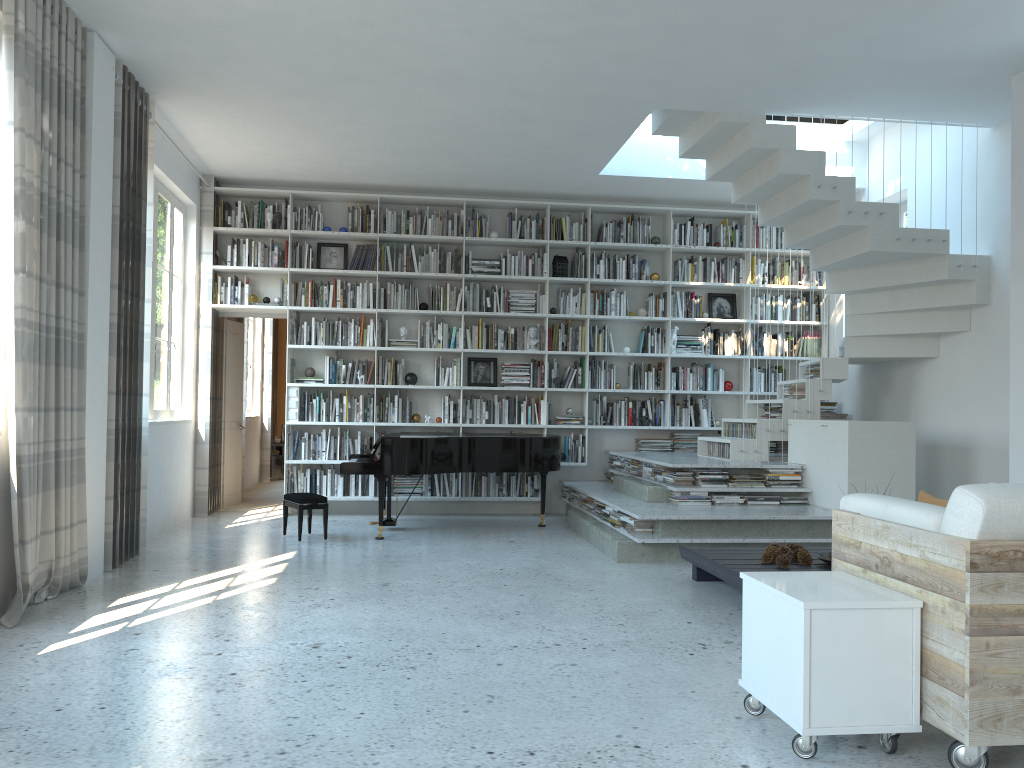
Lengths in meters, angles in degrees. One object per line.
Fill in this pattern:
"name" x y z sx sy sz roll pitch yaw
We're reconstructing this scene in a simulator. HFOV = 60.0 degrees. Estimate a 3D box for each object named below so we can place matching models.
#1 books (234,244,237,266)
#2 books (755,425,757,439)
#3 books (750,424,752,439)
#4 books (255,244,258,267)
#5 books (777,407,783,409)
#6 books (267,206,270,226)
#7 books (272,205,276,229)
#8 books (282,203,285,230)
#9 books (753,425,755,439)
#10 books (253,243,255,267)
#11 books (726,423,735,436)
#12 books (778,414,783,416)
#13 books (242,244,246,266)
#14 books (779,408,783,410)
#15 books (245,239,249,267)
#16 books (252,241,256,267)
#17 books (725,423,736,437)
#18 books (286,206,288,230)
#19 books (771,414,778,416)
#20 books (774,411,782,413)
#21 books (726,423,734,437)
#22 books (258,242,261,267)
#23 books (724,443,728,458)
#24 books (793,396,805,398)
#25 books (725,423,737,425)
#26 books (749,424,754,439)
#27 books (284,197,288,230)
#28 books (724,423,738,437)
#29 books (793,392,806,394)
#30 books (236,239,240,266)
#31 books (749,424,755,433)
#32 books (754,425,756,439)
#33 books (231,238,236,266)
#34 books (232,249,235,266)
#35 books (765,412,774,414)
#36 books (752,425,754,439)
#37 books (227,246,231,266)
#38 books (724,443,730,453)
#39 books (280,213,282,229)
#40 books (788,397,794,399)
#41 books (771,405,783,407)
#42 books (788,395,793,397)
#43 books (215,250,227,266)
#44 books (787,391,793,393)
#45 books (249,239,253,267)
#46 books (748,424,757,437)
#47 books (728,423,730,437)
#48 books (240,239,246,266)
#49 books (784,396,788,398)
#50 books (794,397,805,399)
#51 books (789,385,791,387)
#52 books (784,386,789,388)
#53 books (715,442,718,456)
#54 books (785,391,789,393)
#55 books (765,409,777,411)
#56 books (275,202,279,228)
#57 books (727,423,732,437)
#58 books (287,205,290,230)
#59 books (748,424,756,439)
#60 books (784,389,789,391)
"books" -2.673 -1.228 8.625 0.022 0.228 0.171 1 -1 -7
"books" 2.137 0.412 7.552 0.125 0.123 0.034 1 -1 -7
"books" 2.122 0.414 7.671 0.125 0.125 0.008 1 -1 -7
"books" -2.485 -1.233 8.650 0.021 0.244 0.173 1 -1 -7
"books" 2.496 0.218 8.030 0.133 0.017 0.178 1 -2 -3
"books" -2.367 -1.597 8.669 0.025 0.243 0.167 1 -1 -7
"books" -2.321 -1.604 8.681 0.027 0.259 0.147 1 -1 -7
"books" -2.233 -1.616 8.696 0.022 0.286 0.175 1 -1 -7
"books" 2.131 0.413 7.598 0.125 0.123 0.036 1 -1 -7
"books" -2.501 -1.235 8.648 0.012 0.249 0.192 1 -1 -7
"books" 2.051 0.429 8.240 0.125 0.125 0.012 1 -1 -7
"books" 2.417 0.272 7.743 0.172 0.019 0.240 0 -2 18
"books" -2.602 -1.232 8.651 0.024 0.239 0.155 1 -1 -7
"books" 2.429 0.220 7.742 0.168 0.014 0.212 0 -2 13
"books" -2.566 -1.255 8.629 0.021 0.286 0.179 1 -1 -7
"books" -2.514 -1.246 8.647 0.013 0.268 0.162 1 -1 -7
"books" 2.049 0.430 8.257 0.125 0.125 0.008 1 -1 -7
"books" -2.196 -1.602 8.702 0.025 0.259 0.138 1 -1 -7
"books" 2.471 0.282 8.026 0.175 0.016 0.207 1 -2 -12
"books" 2.484 0.254 8.028 0.149 0.013 0.220 1 -2 -2
"books" 2.052 0.429 8.228 0.125 0.125 0.008 1 -1 -7
"books" -2.451 -1.240 8.653 0.025 0.261 0.167 1 -1 -7
"books" 1.946 0.591 7.863 0.125 0.125 0.010 1 -1 -7
"books" 2.569 0.113 7.735 0.215 0.013 0.189 0 -2 25
"books" 2.048 0.430 8.265 0.125 0.125 0.007 1 -1 -7
"books" 2.120 0.414 7.687 0.125 0.125 0.010 1 -1 -7
"books" -2.214 -1.641 8.694 0.014 0.337 0.168 1 -1 -7
"books" 2.046 0.430 8.280 0.125 0.125 0.008 1 -1 -7
"books" 2.563 0.081 7.720 0.214 0.014 0.138 0 -2 20
"books" -2.650 -1.255 8.623 0.023 0.282 0.186 1 -1 -7
"books" 2.119 0.414 7.695 0.125 0.125 0.008 1 -1 -7
"books" 2.134 0.413 7.575 0.125 0.123 0.035 1 -1 -7
"books" -2.715 -1.263 8.634 0.011 0.296 0.162 1 -1 -7
"books" -2.700 -1.210 8.647 0.024 0.192 0.138 1 -1 -7
"books" 2.460 0.273 8.250 0.145 0.015 0.166 1 -2 -12
"books" 2.129 0.413 7.614 0.125 0.123 0.034 1 -1 -7
"books" -2.738 -1.224 8.628 0.034 0.218 0.166 1 -1 -7
"books" 1.945 0.591 7.871 0.125 0.125 0.008 1 -1 -7
"books" -2.259 -1.566 8.693 0.028 0.185 0.167 1 -1 -7
"books" 2.606 0.125 8.009 0.184 0.016 0.128 1 -2 0
"books" 2.472 0.202 8.027 0.177 0.014 0.194 1 -2 -12
"books" 2.608 0.110 7.980 0.200 0.014 0.177 1 -2 -3
"books" -2.817 -1.205 8.629 0.121 0.176 0.129 1 -1 -7
"books" 2.563 0.071 7.721 0.295 0.006 0.146 0 -2 27
"books" -2.540 -1.257 8.652 0.037 0.291 0.155 1 -1 -7
"books" 2.117 0.415 7.716 0.125 0.125 0.007 1 -1 -7
"books" 2.058 0.428 8.181 0.125 0.125 0.010 1 -1 -7
"books" -2.627 -1.257 8.649 0.028 0.288 0.132 1 -1 -7
"books" 2.662 0.123 8.259 0.136 0.017 0.288 1 -2 -9
"books" 2.572 0.126 7.740 0.206 0.012 0.183 0 -2 20
"books" 2.610 0.017 7.982 0.166 0.017 0.190 1 -2 -4
"books" 2.652 0.028 8.259 0.157 0.014 0.180 1 -2 -11
"books" 1.917 0.597 8.094 0.125 0.125 0.009 1 -1 -7
"books" 2.662 0.072 8.260 0.143 0.019 0.230 1 -2 -8
"books" 2.461 0.244 8.250 0.140 0.022 0.181 1 -2 -14
"books" -2.302 -1.620 8.696 0.013 0.292 0.154 1 -1 -7
"books" 2.055 0.428 8.206 0.125 0.125 0.007 1 -1 -7
"books" -2.167 -1.598 8.668 0.024 0.252 0.235 1 -1 -7
"books" 2.118 0.415 7.708 0.125 0.125 0.008 1 -1 -7
"books" 2.657 0.054 8.260 0.149 0.017 0.239 1 -2 -9
